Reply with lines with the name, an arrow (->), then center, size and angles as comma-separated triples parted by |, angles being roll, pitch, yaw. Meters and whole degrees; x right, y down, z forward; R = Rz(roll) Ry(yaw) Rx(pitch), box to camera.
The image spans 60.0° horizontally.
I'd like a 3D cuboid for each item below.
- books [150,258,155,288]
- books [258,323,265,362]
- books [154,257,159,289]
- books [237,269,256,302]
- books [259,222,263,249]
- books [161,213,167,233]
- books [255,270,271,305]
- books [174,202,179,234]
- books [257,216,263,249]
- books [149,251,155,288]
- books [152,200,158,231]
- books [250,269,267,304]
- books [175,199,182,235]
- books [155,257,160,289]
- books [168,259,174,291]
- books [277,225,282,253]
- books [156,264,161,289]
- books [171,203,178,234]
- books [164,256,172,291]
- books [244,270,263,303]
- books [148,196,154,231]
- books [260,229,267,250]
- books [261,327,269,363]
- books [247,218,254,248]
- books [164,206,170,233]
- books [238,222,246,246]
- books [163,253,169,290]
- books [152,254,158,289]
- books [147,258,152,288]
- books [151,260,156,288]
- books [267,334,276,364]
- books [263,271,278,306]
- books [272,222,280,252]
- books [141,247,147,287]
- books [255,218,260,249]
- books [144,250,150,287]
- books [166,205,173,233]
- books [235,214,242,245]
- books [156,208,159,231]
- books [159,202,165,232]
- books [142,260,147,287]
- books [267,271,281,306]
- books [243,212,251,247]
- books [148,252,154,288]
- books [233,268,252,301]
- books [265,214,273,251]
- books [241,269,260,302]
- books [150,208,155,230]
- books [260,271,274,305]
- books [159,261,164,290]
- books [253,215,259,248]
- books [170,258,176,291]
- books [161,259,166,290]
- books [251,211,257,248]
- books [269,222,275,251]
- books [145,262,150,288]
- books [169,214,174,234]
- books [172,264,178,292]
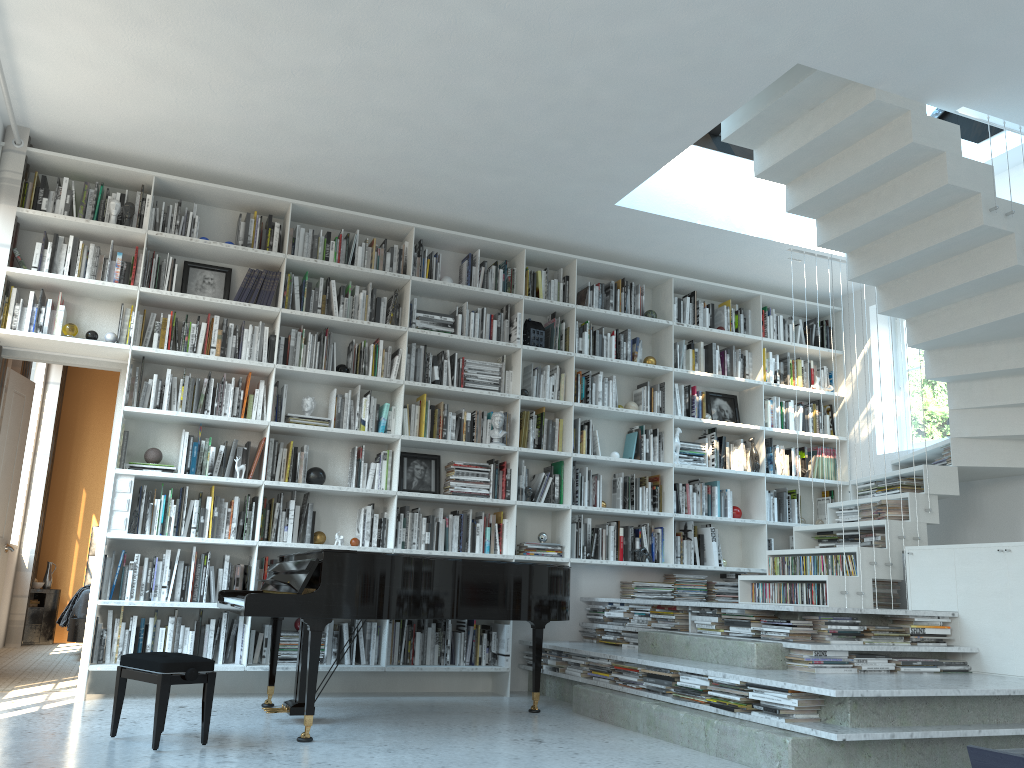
books -> -2.262, -0.651, 5.571 | 0.009, 0.228, 0.185 | 7, -14, -22
books -> -1.642, -0.238, 5.760 | 0.022, 0.288, 0.169 | 7, -14, -22
books -> -2.246, -0.656, 5.593 | 0.010, 0.248, 0.166 | 7, -14, -22
books -> -1.758, -0.600, 5.806 | 0.110, 0.279, 0.174 | 7, -14, -22
books -> -1.689, -0.938, 5.916 | 0.013, 0.254, 0.129 | 7, -14, -22
books -> -2.234, -0.983, 5.679 | 0.017, 0.193, 0.129 | 7, -14, -22
books -> -1.657, -0.592, 5.847 | 0.078, 0.285, 0.174 | 7, -14, -22
books -> -2.162, -1.016, 5.698 | 0.007, 0.271, 0.155 | 7, -14, -22
books -> -1.688, -0.954, 5.888 | 0.011, 0.273, 0.184 | 7, -14, -22
books -> -2.274, -0.678, 5.589 | 0.006, 0.288, 0.144 | 7, -14, -22
books -> -2.283, -1.023, 5.660 | 0.007, 0.258, 0.157 | 7, -14, -22
books -> -1.680, -0.597, 5.816 | 0.097, 0.282, 0.174 | 7, -14, -22
books -> -2.146, -1.021, 5.690 | 0.015, 0.279, 0.191 | 7, -14, -22
books -> -2.231, -0.658, 5.576 | 0.004, 0.245, 0.189 | 7, -14, -22
books -> -2.166, -0.647, 5.617 | 0.011, 0.249, 0.168 | 7, -14, -22
books -> -1.564, -0.922, 5.956 | 0.039, 0.251, 0.147 | 7, -14, -22
books -> -2.240, -0.633, 5.612 | 0.012, 0.214, 0.132 | 7, -14, -22
books -> -2.173, -1.012, 5.694 | 0.016, 0.260, 0.154 | 7, -14, -22
books -> -2.177, -0.655, 5.603 | 0.023, 0.257, 0.183 | 7, -14, -22
books -> -1.716, -0.595, 5.823 | 0.110, 0.279, 0.174 | 7, -14, -22
books -> -2.305, -1.038, 5.656 | 0.007, 0.284, 0.160 | 7, -14, -22
books -> -1.662, -0.909, 5.894 | 0.027, 0.190, 0.178 | 7, -14, -22
books -> -1.615, -0.223, 5.765 | 0.035, 0.263, 0.178 | 7, -14, -22
books -> -1.740, -0.949, 5.864 | 0.028, 0.248, 0.156 | 7, -14, -22
books -> -2.213, -1.000, 5.673 | 0.013, 0.224, 0.177 | 7, -14, -22
books -> -1.791, -0.939, 5.846 | 0.028, 0.218, 0.153 | 7, -14, -22
books -> -2.193, -0.666, 5.609 | 0.005, 0.280, 0.191 | 7, -14, -22
books -> -2.251, -0.664, 5.582 | 0.009, 0.259, 0.184 | 7, -14, -22
books -> -2.284, -0.655, 5.577 | 0.005, 0.237, 0.154 | 7, -14, -22
books -> -2.252, -0.645, 5.562 | 0.004, 0.213, 0.187 | 7, -14, -22
books -> -1.572, -0.193, 5.749 | 0.039, 0.202, 0.236 | 7, -14, -22
books -> -1.616, -0.587, 5.864 | 0.078, 0.285, 0.174 | 7, -14, -22
books -> -1.591, -0.931, 5.929 | 0.031, 0.253, 0.178 | 7, -14, -22
books -> -2.309, -0.689, 5.558 | 0.005, 0.292, 0.184 | 7, -14, -22
books -> -1.697, -0.951, 5.882 | 0.010, 0.263, 0.157 | 7, -14, -22
books -> -2.300, -0.682, 5.571 | 0.006, 0.286, 0.148 | 7, -14, -22
books -> -2.202, -1.006, 5.685 | 0.016, 0.242, 0.156 | 7, -14, -22
books -> -1.813, -0.968, 5.857 | 0.013, 0.277, 0.151 | 7, -14, -22
books -> -2.266, -0.997, 5.661 | 0.032, 0.209, 0.158 | 7, -14, -22
books -> -2.241, -1.015, 5.667 | 0.012, 0.248, 0.180 | 7, -14, -22
books -> -2.317, -0.652, 5.584 | 0.006, 0.232, 0.136 | 7, -14, -22
books -> -1.589, -0.587, 5.860 | 0.078, 0.285, 0.174 | 7, -14, -22
books -> -1.764, -0.967, 5.859 | 0.024, 0.279, 0.188 | 7, -14, -22
books -> -2.278, -0.674, 5.583 | 0.005, 0.277, 0.147 | 7, -14, -22
books -> -1.775, -0.605, 5.789 | 0.110, 0.279, 0.174 | 7, -14, -22
books -> -1.632, -0.960, 5.906 | 0.025, 0.296, 0.164 | 7, -14, -22
books -> -1.730, -0.601, 5.798 | 0.110, 0.279, 0.174 | 7, -14, -22
books -> -2.293, -0.999, 5.644 | 0.017, 0.203, 0.142 | 7, -14, -22
books -> -1.638, -0.588, 5.860 | 0.078, 0.285, 0.174 | 7, -14, -22
books -> -2.213, -0.641, 5.586 | 0.018, 0.218, 0.187 | 7, -14, -22
books -> -1.712, -0.959, 5.891 | 0.013, 0.282, 0.167 | 7, -14, -22
books -> -2.154, -0.649, 5.621 | 0.012, 0.254, 0.167 | 7, -14, -22
books -> -2.206, -0.649, 5.603 | 0.019, 0.243, 0.153 | 7, -14, -22
books -> -1.729, -0.976, 5.903 | 0.014, 0.320, 0.137 | 7, -14, -22
books -> -1.621, -0.934, 5.932 | 0.022, 0.260, 0.152 | 7, -14, -22
books -> -2.293, -0.640, 5.570 | 0.015, 0.206, 0.172 | 7, -14, -22
books -> -2.193, -0.978, 5.693 | 0.014, 0.192, 0.146 | 7, -14, -22
books -> -2.141, -0.629, 5.614 | 0.012, 0.213, 0.186 | 7, -14, -22
